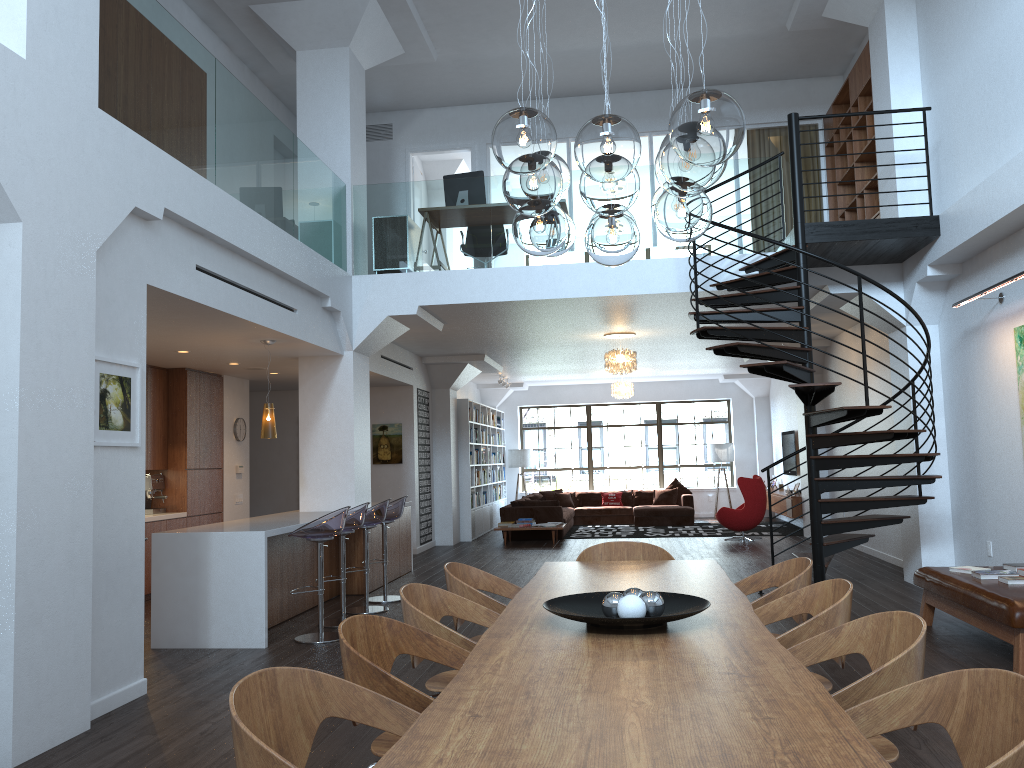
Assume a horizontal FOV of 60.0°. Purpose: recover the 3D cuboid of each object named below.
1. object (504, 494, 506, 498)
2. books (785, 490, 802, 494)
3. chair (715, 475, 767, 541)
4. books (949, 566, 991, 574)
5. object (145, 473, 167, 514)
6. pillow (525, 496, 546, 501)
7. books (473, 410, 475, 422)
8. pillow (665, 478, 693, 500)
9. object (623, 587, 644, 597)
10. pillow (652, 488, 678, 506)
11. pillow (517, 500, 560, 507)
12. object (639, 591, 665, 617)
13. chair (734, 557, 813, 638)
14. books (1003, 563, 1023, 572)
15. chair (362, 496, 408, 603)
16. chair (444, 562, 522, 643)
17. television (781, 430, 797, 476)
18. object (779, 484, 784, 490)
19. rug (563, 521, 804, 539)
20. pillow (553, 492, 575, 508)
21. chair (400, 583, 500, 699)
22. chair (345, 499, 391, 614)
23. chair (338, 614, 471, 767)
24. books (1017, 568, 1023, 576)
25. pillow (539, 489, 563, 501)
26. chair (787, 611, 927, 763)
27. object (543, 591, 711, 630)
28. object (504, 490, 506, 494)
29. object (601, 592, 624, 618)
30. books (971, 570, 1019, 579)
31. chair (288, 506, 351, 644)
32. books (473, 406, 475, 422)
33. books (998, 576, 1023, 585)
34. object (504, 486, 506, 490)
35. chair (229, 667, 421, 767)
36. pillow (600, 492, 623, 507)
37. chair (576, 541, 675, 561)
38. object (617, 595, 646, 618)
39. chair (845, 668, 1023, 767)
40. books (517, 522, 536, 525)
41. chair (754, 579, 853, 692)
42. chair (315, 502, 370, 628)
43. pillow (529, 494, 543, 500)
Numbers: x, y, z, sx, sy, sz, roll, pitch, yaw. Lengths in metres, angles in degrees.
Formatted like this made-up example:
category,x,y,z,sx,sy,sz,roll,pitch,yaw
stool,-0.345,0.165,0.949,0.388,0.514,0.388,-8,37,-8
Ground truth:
category,x,y,z,sx,sy,sz,roll,pitch,yaw
object,-0.303,2.433,19.225,0.331,0.088,0.410,-2,-5,7
books,5.002,1.906,15.693,0.250,0.053,0.400,-2,-5,7
chair,3.635,1.949,14.046,0.801,1.006,0.798,-5,-6,32
books,3.275,1.330,6.348,0.161,0.031,0.223,0,-5,-15
object,-4.033,1.227,9.912,0.439,0.455,0.284,-2,-5,7
pillow,0.471,2.148,15.497,0.269,0.411,0.559,2,-6,-37
books,-0.760,0.567,15.807,0.174,0.242,0.105,-2,-5,7
pillow,3.354,2.231,18.291,0.651,0.587,0.335,0,-5,-14
object,0.444,0.791,3.224,0.100,0.100,0.100,2,-6,-38
pillow,3.131,2.308,18.146,0.542,0.362,0.248,-4,-6,28
pillow,0.476,2.166,15.226,0.750,0.364,0.289,-2,-5,6
object,0.490,0.781,3.134,0.100,0.100,0.100,2,-6,-38
chair,1.140,1.251,4.205,0.617,0.830,0.629,-2,-5,7
books,3.683,1.312,6.337,0.254,0.044,0.183,-2,-5,2
chair,-1.265,1.625,8.797,0.481,1.014,0.530,-2,-5,9
chair,-0.033,1.299,4.359,0.618,0.833,0.629,-2,-5,5
television,5.154,1.288,16.508,0.013,0.816,1.324,-2,-5,7
object,5.227,1.999,17.212,0.089,0.110,0.089,2,-6,-38
rug,3.058,2.645,16.108,4.200,0.007,3.100,-2,-5,9
pillow,1.054,2.406,18.385,0.489,0.337,0.238,1,-5,-23
chair,-0.150,1.235,3.590,0.618,0.833,0.629,-2,-5,7
chair,-1.346,1.573,8.174,0.481,1.014,0.530,-2,-5,5
chair,-0.248,1.172,2.835,0.618,0.833,0.629,-2,-5,7
books,3.623,1.285,6.024,0.283,0.043,0.197,-2,-5,7
pillow,0.876,2.404,18.506,0.580,0.418,0.334,0,-5,-20
chair,0.958,1.126,2.689,0.618,0.833,0.629,-2,-5,7
object,0.406,0.814,3.159,0.592,0.066,0.592,2,-6,-35
object,-0.306,2.345,19.233,0.331,0.088,0.410,-2,-5,7
object,0.369,0.793,3.159,0.100,0.100,0.100,2,-6,-38
books,3.284,1.296,6.026,0.247,0.040,0.185,-3,-5,10
chair,-1.497,1.468,6.918,0.481,1.014,0.530,-2,-5,9
books,-0.755,0.550,15.897,0.176,0.293,0.125,-2,-5,7
books,3.307,1.274,5.757,0.224,0.032,0.161,-2,-5,7
object,-0.316,2.258,19.241,0.316,0.088,0.410,-2,-5,7
chair,-0.346,1.109,2.076,0.618,0.833,0.629,-2,-5,7
pillow,2.074,2.395,18.397,0.465,0.308,0.220,-2,-5,3
chair,0.662,1.337,5.026,0.629,0.833,0.618,-2,-5,2
object,0.414,0.780,3.067,0.100,0.100,0.100,2,-6,-38
chair,0.845,1.062,1.920,0.618,0.833,0.629,-2,-5,7
books,0.235,2.318,14.732,0.312,0.037,0.216,-1,-5,-3
chair,1.036,1.189,3.446,0.618,0.833,0.629,-2,-5,9
chair,-1.444,1.521,7.546,0.481,1.014,0.530,-2,-5,5
pillow,0.548,2.291,16.920,0.325,0.391,0.625,-4,-5,23
